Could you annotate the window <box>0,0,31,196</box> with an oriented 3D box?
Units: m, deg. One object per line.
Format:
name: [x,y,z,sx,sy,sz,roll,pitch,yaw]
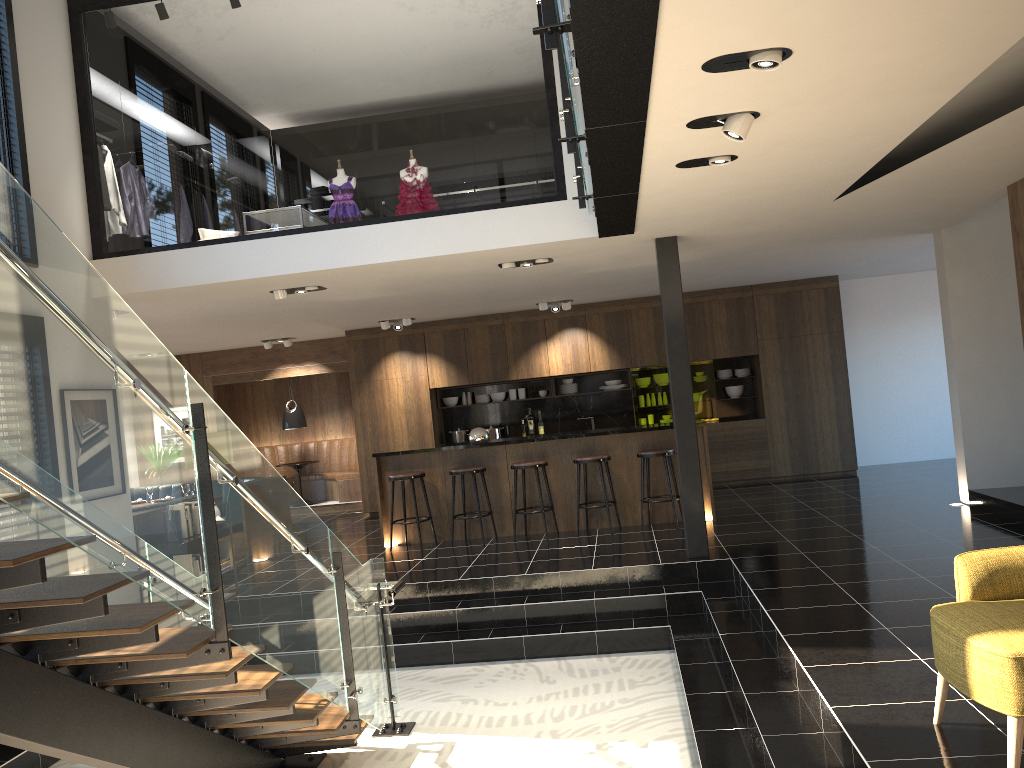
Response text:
window: [-4.038,-2.111,6.183,0.358,2.475,1.393,-6,0,7]

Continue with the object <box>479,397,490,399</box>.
object: [-0.434,0.226,13.141,0.220,0.033,0.220,-6,-1,3]

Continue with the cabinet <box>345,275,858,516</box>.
cabinet: [1.183,0.223,12.793,6.893,2.690,0.869,-6,0,7]

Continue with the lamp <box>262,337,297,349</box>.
lamp: [-3.454,-0.668,13.118,0.501,0.280,0.349,-6,-1,7]

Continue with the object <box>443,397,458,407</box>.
object: [-0.909,0.270,13.207,0.234,0.138,0.234,-6,-1,10]

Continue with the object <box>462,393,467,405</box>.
object: [-0.708,0.220,13.182,0.060,0.185,0.060,-6,0,38]

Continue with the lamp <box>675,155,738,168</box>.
lamp: [1.087,-1.306,4.982,0.346,0.158,0.195,-6,-1,7]

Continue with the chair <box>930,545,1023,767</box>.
chair: [2.091,0.776,3.221,1.031,1.097,0.807,-6,0,6]

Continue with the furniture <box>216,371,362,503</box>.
furniture: [-3.387,0.765,14.503,2.639,2.335,1.174,-6,0,6]

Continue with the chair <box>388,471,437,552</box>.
chair: [-1.085,1.354,9.471,0.413,0.799,0.412,-6,0,16]

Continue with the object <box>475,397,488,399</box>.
object: [-0.435,0.215,13.141,0.220,0.033,0.220,-6,-1,3]

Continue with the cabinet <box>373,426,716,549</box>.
cabinet: [0.344,1.112,9.748,3.564,0.994,0.698,-6,0,7]

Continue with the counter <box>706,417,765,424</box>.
counter: [1.236,0.706,12.797,4.592,0.005,0.862,-6,-1,7]

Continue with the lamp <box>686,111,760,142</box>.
lamp: [1.000,-1.265,4.212,0.346,0.247,0.195,-6,0,7]

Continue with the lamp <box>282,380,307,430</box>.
lamp: [-3.481,0.229,14.028,0.389,0.974,0.389,-6,0,-40]

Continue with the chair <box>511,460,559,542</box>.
chair: [0.219,1.219,9.316,0.413,0.799,0.412,-6,0,16]

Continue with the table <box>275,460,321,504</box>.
table: [-3.356,1.572,14.039,0.702,0.643,0.702,-6,-1,-19]

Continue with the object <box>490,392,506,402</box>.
object: [-0.203,0.200,13.122,0.234,0.138,0.234,-6,-1,26]

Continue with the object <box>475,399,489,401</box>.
object: [-0.432,0.249,13.141,0.220,0.033,0.220,-6,-1,3]

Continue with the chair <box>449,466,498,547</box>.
chair: [-0.433,1.286,9.393,0.413,0.799,0.412,-6,0,16]

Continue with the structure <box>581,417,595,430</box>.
structure: [1.062,0.604,12.675,0.243,0.231,0.173,-6,0,7]

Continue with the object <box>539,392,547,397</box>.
object: [0.461,0.158,13.043,0.122,0.072,0.122,-6,-1,32]

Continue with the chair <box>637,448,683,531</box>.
chair: [1.523,1.084,9.160,0.413,0.799,0.412,-6,0,16]

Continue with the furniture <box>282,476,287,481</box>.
furniture: [-4.217,1.677,10.830,2.610,0.822,1.365,-6,-1,7]

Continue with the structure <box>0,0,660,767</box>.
structure: [-0.763,0.133,3.552,3.448,4.868,7.279,-6,-1,6]

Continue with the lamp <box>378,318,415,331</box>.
lamp: [-1.565,-0.870,12.057,0.501,0.294,0.349,-6,-1,7]

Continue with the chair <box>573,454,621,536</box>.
chair: [0.871,1.151,9.238,0.413,0.799,0.412,-6,0,16]

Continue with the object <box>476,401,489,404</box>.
object: [-0.429,0.273,13.141,0.220,0.033,0.220,-6,-1,3]

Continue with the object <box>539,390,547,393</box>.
object: [0.459,0.133,13.043,0.122,0.072,0.122,-6,-1,32]

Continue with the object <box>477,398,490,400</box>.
object: [-0.433,0.238,13.141,0.220,0.033,0.220,-6,-1,3]

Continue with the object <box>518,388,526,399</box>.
object: [0.146,0.145,13.057,0.109,0.161,0.109,-6,0,19]

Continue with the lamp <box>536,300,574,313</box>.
lamp: [0.567,-1.097,11.802,0.501,0.280,0.349,-6,-1,7]

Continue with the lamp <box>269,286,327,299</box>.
lamp: [-2.010,-0.918,8.331,0.501,0.231,0.349,-6,-1,7]

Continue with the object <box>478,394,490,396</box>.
object: [-0.439,0.180,13.142,0.220,0.033,0.220,-6,-1,3]

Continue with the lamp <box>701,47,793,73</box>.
lamp: [0.905,-1.303,3.442,0.346,0.177,0.195,-6,-1,7]

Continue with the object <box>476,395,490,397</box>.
object: [-0.438,0.192,13.142,0.220,0.033,0.220,-6,-1,3]

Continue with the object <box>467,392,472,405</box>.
object: [-0.634,0.212,13.173,0.060,0.185,0.060,-6,0,-25]

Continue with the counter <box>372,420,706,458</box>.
counter: [0.290,0.597,9.749,3.574,0.041,0.698,-6,-1,7]

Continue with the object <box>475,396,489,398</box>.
object: [-0.436,0.205,13.142,0.220,0.033,0.220,-6,-1,3]

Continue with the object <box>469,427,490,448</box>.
object: [-0.357,0.582,9.640,0.227,0.228,0.227,-5,-1,-33]

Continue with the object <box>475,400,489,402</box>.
object: [-0.431,0.261,13.141,0.220,0.033,0.220,-6,-1,3]

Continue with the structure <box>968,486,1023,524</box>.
structure: [4.860,-0.431,5.173,1.964,3.017,6.662,-6,-1,7]

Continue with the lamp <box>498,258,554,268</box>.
lamp: [0.121,-1.156,8.076,0.501,0.194,0.349,-6,-1,7]
